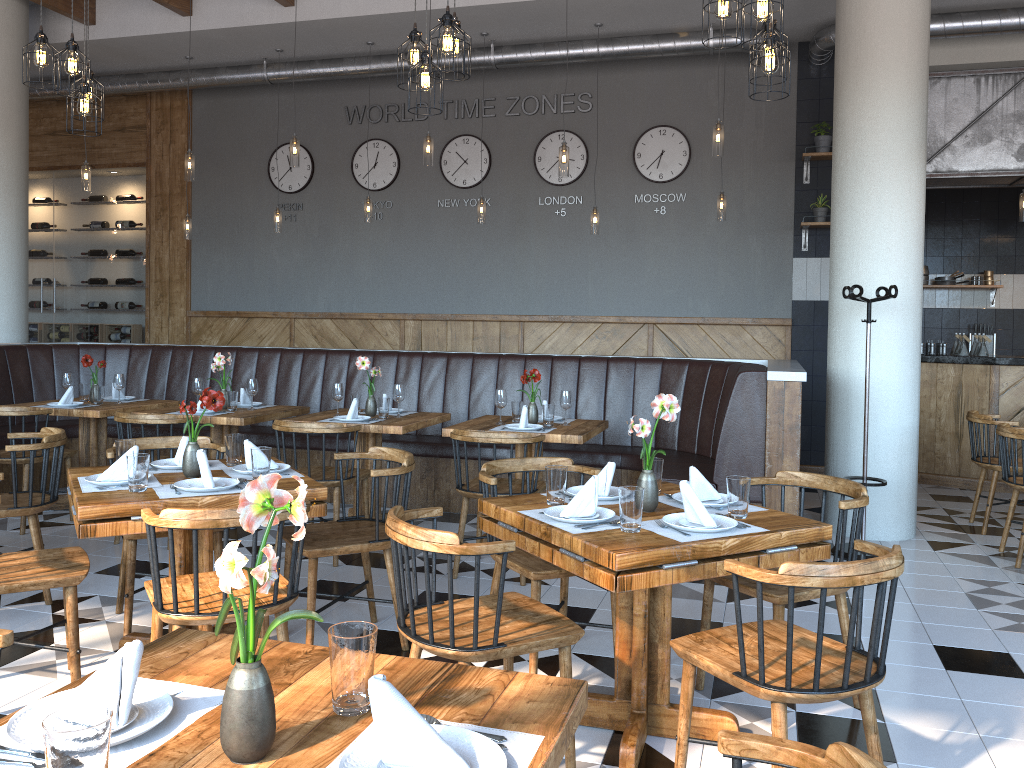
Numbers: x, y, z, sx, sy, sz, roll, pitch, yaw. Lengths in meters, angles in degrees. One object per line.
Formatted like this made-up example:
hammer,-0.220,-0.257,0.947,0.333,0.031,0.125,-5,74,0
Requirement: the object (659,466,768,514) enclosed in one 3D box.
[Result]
object,0.688,0.357,3.148,0.272,0.137,0.352,-1,4,-29

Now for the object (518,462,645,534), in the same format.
object,0.299,0.357,3.056,0.577,0.137,0.583,-1,4,-29

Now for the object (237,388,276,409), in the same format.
object,-1.920,0.092,6.403,0.352,0.137,0.272,2,4,16

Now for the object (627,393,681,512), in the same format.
object,0.481,0.233,2.994,0.146,0.399,0.207,2,2,36

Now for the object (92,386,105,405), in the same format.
object,-2.975,0.080,6.374,0.080,0.132,0.080,1,2,1

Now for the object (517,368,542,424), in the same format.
object,0.110,0.077,5.497,0.156,0.355,0.171,2,2,19

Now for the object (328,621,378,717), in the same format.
object,-0.259,0.463,1.437,0.080,0.132,0.080,1,2,1

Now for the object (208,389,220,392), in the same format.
object,-2.106,0.102,6.253,0.080,0.132,0.080,2,2,16

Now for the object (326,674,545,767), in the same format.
object,-0.127,0.477,1.224,0.272,0.137,0.352,2,4,16

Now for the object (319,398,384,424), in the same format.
object,-1.011,0.162,5.593,0.352,0.137,0.272,2,4,16

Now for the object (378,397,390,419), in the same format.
object,-0.833,0.156,5.752,0.080,0.132,0.080,2,2,21

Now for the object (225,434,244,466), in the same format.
object,-1.195,0.284,3.811,0.080,0.132,0.080,2,2,21

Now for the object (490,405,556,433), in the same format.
object,0.067,0.201,5.279,0.352,0.137,0.272,2,4,16

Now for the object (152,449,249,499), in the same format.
object,-1.137,0.319,3.286,0.352,0.137,0.272,-1,4,-29

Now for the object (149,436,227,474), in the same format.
object,-1.398,0.283,3.750,0.352,0.137,0.272,-1,4,-29

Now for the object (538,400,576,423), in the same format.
object,0.223,0.169,5.781,0.352,0.137,0.272,2,4,16

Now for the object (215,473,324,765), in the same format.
object,-0.355,0.338,1.282,0.146,0.399,0.207,0,2,-20

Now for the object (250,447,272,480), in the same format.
object,-0.972,0.314,3.431,0.080,0.132,0.080,2,3,31

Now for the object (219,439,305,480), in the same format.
object,-1.034,0.295,3.651,0.272,0.137,0.352,-1,4,-29

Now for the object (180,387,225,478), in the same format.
object,-1.228,0.192,3.518,0.171,0.355,0.156,0,2,-19

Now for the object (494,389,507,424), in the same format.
object,-0.070,0.142,5.535,0.081,0.215,0.081,2,2,25

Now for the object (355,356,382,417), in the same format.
object,-0.951,0.013,5.855,0.146,0.399,0.207,2,2,18

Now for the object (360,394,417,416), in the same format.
object,-0.856,0.130,6.094,0.352,0.137,0.272,2,4,16

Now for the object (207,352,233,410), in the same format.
object,-2.013,-0.023,6.135,0.207,0.399,0.146,2,2,24

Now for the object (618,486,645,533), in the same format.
object,0.364,0.385,2.713,0.080,0.132,0.080,1,2,-9

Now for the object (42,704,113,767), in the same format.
object,-0.542,0.481,1.106,0.080,0.132,0.080,1,2,1

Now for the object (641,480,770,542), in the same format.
object,0.585,0.381,2.783,0.352,0.137,0.272,-1,4,-29

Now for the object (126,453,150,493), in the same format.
object,-1.356,0.323,3.213,0.080,0.132,0.080,2,2,21

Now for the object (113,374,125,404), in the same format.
object,-2.864,0.034,6.461,0.081,0.215,0.081,-1,2,-43

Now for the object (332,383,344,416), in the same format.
object,-1.149,0.103,5.849,0.081,0.215,0.081,0,2,-20

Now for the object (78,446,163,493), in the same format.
object,-1.501,0.306,3.386,0.272,0.137,0.352,-1,4,-29

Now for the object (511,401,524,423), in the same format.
object,0.034,0.178,5.631,0.080,0.132,0.080,2,2,16

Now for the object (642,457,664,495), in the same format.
object,0.525,0.346,3.312,0.080,0.132,0.080,0,2,-19

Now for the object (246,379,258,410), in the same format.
object,-1.804,0.072,6.153,0.081,0.215,0.081,-1,2,-43

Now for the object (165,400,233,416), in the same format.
object,-2.075,0.124,5.902,0.352,0.137,0.272,2,4,16

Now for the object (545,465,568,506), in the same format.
object,0.154,0.355,3.093,0.080,0.132,0.080,0,2,-19

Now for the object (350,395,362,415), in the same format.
object,-1.049,0.140,5.946,0.080,0.132,0.080,2,2,16

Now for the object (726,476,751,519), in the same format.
object,0.748,0.376,2.932,0.080,0.132,0.080,1,2,-9

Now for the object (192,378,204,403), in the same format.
object,-2.179,0.066,6.148,0.081,0.215,0.081,1,2,8

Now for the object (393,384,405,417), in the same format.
object,-0.747,0.110,5.846,0.081,0.215,0.081,0,2,-20

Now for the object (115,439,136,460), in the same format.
object,-1.567,0.293,3.593,0.080,0.132,0.080,2,2,21

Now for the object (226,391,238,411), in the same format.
object,-1.915,0.118,6.067,0.080,0.132,0.080,1,2,1

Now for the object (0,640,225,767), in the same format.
object,-0.640,0.459,1.367,0.272,0.137,0.352,2,4,16

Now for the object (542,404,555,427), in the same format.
object,0.224,0.194,5.445,0.080,0.132,0.080,1,2,1

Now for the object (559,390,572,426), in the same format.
object,0.336,0.148,5.532,0.081,0.215,0.081,0,2,-15

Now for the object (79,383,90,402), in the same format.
object,-3.166,0.064,6.561,0.080,0.132,0.080,2,2,16
